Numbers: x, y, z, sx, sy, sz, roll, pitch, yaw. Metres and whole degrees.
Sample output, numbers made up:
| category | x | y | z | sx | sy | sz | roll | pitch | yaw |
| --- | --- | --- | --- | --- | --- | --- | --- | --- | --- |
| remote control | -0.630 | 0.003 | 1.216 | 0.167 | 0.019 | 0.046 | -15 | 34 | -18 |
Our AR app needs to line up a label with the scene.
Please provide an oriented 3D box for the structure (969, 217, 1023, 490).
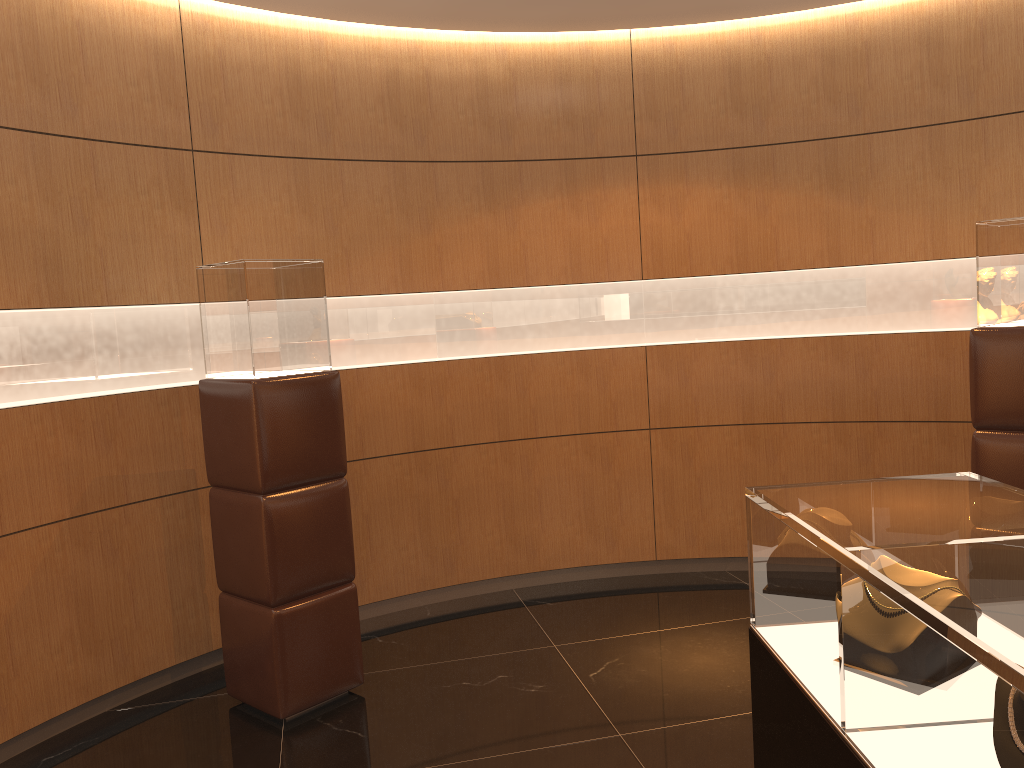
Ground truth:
| category | x | y | z | sx | sy | sz | roll | pitch | yaw |
| --- | --- | --- | --- | --- | --- | --- | --- | --- | --- |
| structure | 2.528 | 0.211 | 4.277 | 0.498 | 2.000 | 0.484 | 1 | 7 | 43 |

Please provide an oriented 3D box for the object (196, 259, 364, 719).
| category | x | y | z | sx | sy | sz | roll | pitch | yaw |
| --- | --- | --- | --- | --- | --- | --- | --- | --- | --- |
| object | -1.063 | 0.455 | 4.030 | 0.498 | 2.000 | 0.484 | 1 | 7 | 42 |

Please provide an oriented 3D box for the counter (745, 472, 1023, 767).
| category | x | y | z | sx | sy | sz | roll | pitch | yaw |
| --- | --- | --- | --- | --- | --- | --- | --- | --- | --- |
| counter | 0.986 | 0.938 | 1.143 | 0.615 | 1.173 | 2.514 | -4 | 5 | -1 |
